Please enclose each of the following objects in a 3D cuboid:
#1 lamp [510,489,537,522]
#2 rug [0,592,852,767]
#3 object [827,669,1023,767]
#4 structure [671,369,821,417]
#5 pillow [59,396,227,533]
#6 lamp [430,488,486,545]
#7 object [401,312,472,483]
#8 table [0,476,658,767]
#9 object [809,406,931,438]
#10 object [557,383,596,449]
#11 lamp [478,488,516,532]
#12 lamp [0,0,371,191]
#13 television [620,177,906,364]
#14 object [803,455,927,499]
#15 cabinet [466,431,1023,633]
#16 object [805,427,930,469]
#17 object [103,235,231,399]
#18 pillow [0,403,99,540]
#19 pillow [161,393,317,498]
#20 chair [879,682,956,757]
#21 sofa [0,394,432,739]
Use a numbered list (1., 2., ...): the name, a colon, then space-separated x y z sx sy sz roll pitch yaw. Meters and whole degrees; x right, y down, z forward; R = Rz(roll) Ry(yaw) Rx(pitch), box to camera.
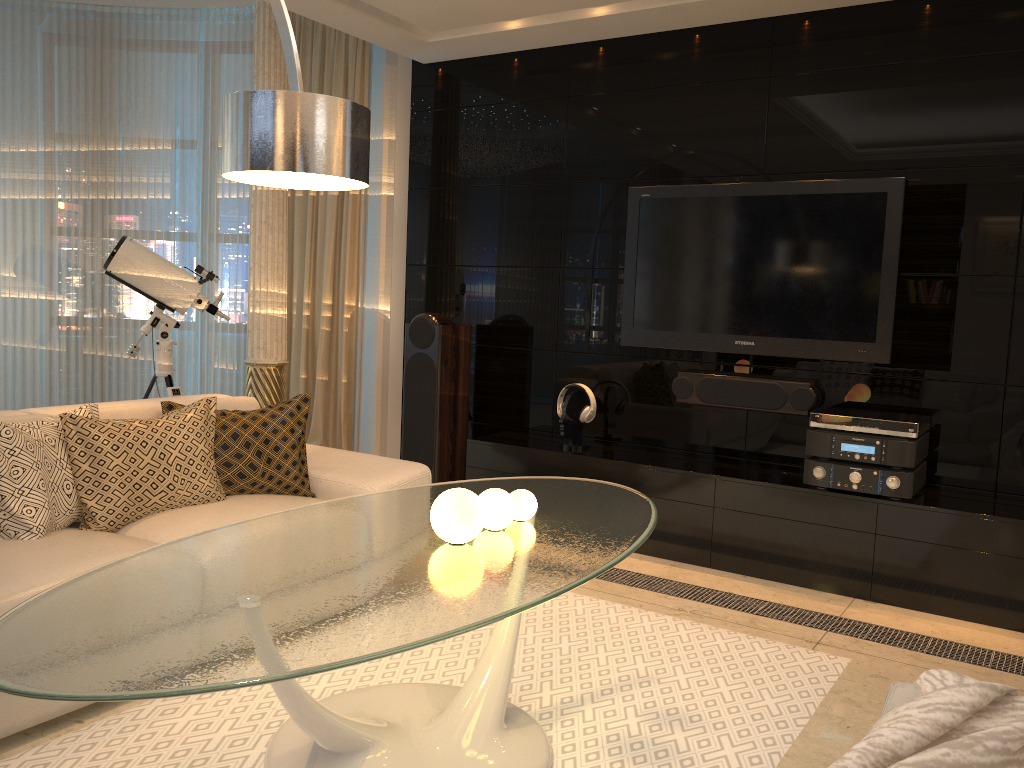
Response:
1. lamp: 0.027 0.349 2.558 0.090 0.091 0.090 2 5 -7
2. rug: -0.257 0.982 2.363 1.661 0.020 2.900 6 6 32
3. object: 0.915 0.842 1.257 1.347 0.580 0.972 0 6 -20
4. structure: 1.148 0.042 4.403 0.745 0.179 0.107 6 6 32
5. pillow: -1.317 0.275 3.179 0.301 0.436 0.575 7 7 38
6. lamp: -0.140 0.341 2.294 0.143 0.143 0.143 4 6 17
7. object: -0.398 0.151 5.137 0.285 1.127 0.468 6 6 32
8. table: -0.266 0.689 2.319 0.999 0.565 2.140 6 6 31
9. object: 1.594 0.171 3.946 0.441 0.070 0.371 6 6 32
10. object: 0.342 0.169 4.752 0.197 0.343 0.197 2 5 -3
11. lamp: -0.047 0.345 2.441 0.115 0.115 0.115 -1 6 -32
12. lamp: -1.283 -0.374 2.897 2.009 2.519 0.393 6 6 32
13. television: 1.181 -0.567 4.380 1.358 0.839 0.055 6 6 32
14. object: 1.568 0.401 3.946 0.446 0.130 0.419 6 6 32
15. cabinet: 1.050 0.633 4.312 2.842 0.444 0.416 6 6 32
16. object: 1.577 0.271 3.939 0.446 0.130 0.407 6 6 32
17. object: -1.858 -0.053 4.827 0.570 1.471 0.616 7 7 38
18. pillow: -1.551 0.292 2.951 0.288 0.429 0.587 3 5 7
19. pillow: -1.079 0.255 3.503 0.575 0.436 0.301 0 6 -26
20. chair: 0.857 0.662 1.036 0.983 0.991 1.027 6 6 32
21. sofa: -1.415 0.495 3.038 1.145 0.754 2.328 6 6 32
